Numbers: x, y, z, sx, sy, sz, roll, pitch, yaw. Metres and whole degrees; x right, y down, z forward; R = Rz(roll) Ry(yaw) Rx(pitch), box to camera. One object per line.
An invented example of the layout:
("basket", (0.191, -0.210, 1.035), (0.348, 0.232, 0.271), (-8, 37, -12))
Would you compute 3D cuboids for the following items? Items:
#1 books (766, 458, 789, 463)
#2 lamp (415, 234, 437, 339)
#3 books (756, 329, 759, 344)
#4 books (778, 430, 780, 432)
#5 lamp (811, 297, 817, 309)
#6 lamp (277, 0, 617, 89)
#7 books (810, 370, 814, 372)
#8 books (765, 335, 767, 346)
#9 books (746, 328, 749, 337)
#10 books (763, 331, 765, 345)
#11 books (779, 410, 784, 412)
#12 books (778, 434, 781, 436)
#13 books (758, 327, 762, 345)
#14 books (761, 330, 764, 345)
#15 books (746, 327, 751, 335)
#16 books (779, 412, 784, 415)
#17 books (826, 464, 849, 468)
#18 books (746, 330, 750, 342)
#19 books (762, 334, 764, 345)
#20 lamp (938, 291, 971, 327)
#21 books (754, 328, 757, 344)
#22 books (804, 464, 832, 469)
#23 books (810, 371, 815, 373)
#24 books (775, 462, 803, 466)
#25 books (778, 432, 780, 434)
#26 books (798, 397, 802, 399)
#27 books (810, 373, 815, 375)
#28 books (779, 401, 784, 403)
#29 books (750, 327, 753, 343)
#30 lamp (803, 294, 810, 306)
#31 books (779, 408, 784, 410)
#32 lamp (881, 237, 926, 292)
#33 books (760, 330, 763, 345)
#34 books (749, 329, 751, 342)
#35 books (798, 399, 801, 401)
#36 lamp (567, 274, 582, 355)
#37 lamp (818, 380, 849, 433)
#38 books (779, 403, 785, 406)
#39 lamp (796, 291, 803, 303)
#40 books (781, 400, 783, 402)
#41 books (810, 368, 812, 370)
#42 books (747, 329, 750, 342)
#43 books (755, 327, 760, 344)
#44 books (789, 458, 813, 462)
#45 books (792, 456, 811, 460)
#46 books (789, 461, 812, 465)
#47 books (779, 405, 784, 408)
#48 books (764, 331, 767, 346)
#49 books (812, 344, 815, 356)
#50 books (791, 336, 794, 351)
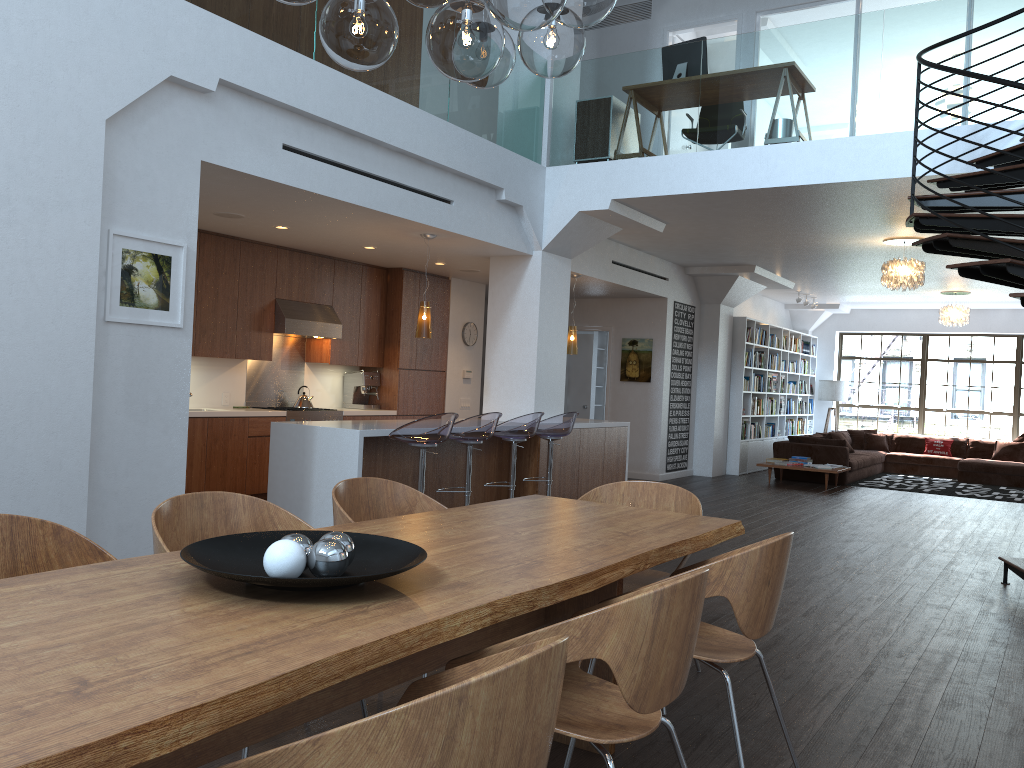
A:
("books", (3.890, 1.119, 12.976), (0.241, 0.045, 0.334), (3, 0, 34))
("lamp", (0.546, -1.242, 8.178), (2.842, 1.807, 0.149), (3, 0, -18))
("books", (3.813, -0.750, 14.082), (0.174, 0.242, 0.105), (3, 0, 32))
("books", (4.542, 0.809, 15.505), (0.254, 0.032, 0.174), (3, 0, 37))
("lamp", (5.317, -1.420, 15.614), (0.120, 0.211, 0.111), (3, 0, 6))
("lamp", (-0.225, -1.986, 2.454), (0.849, 2.140, 1.787), (3, 0, 31))
("books", (5.674, -0.262, 17.135), (0.174, 0.032, 0.254), (3, 0, -23))
("books", (4.079, -0.735, 14.520), (0.167, 0.233, 0.077), (3, 0, 32))
("books", (3.515, -0.751, 13.608), (0.182, 0.215, 0.188), (3, 0, 32))
("books", (3.996, -0.743, 14.370), (0.174, 0.243, 0.085), (3, 0, 32))
("books", (4.606, 0.472, 15.509), (0.251, 0.037, 0.160), (3, 0, 37))
("books", (4.541, 0.876, 15.500), (0.284, 0.035, 0.197), (3, 0, 32))
("books", (3.885, -0.770, 14.215), (0.197, 0.290, 0.136), (3, 0, 32))
("books", (3.954, -0.748, 14.294), (0.182, 0.253, 0.098), (3, 0, 32))
("books", (3.628, -0.763, 13.798), (0.159, 0.248, 0.089), (3, 0, 32))
("books", (4.605, 0.510, 15.506), (0.246, 0.038, 0.171), (3, 0, 32))
("books", (4.565, 1.158, 12.541), (0.350, 0.035, 0.256), (3, 0, -33))
("books", (3.556, -0.746, 13.689), (0.167, 0.210, 0.162), (3, 0, 32))
("books", (3.970, -0.750, 14.340), (0.182, 0.255, 0.077), (3, 0, 32))
("lamp", (6.932, -1.164, 13.890), (0.442, 0.539, 0.441), (3, 0, -15))
("books", (3.782, -0.756, 14.039), (0.170, 0.251, 0.118), (3, 0, 32))
("books", (4.251, 1.142, 12.333), (0.231, 0.040, 0.342), (3, 0, -18))
("books", (5.673, -0.229, 17.141), (0.197, 0.033, 0.284), (3, 0, -43))
("books", (3.916, 1.127, 12.555), (0.340, 0.035, 0.236), (3, 0, -33))
("books", (4.543, 0.842, 15.500), (0.284, 0.033, 0.197), (3, 0, 17))
("books", (5.237, 0.260, 16.451), (0.224, 0.030, 0.161), (3, 0, 42))
("books", (5.672, -0.195, 17.141), (0.197, 0.035, 0.284), (3, 0, -28))
("books", (4.629, 0.317, 15.510), (0.223, 0.032, 0.161), (3, 0, 32))
("books", (3.653, -0.764, 13.834), (0.170, 0.251, 0.118), (3, 0, 32))
("lamp", (5.041, -1.433, 15.175), (0.120, 0.211, 0.111), (3, 0, -9))
("books", (4.618, 0.434, 15.532), (0.259, 0.040, 0.180), (3, 0, 32))
("lamp", (4.240, -1.284, 9.606), (0.442, 0.539, 0.441), (3, 0, -15))
("books", (3.934, -0.748, 14.267), (0.159, 0.248, 0.089), (3, 0, 32))
("books", (3.618, -0.751, 13.767), (0.161, 0.222, 0.084), (3, 0, 32))
("books", (5.231, 0.289, 16.443), (0.223, 0.031, 0.161), (3, 0, 32))
("lamp", (0.696, -0.786, 10.057), (0.149, 0.900, 0.149), (3, 0, -13))
("lamp", (6.187, 0.723, 17.159), (0.545, 1.579, 0.545), (3, 0, 21))
("books", (4.618, 0.351, 15.508), (0.253, 0.040, 0.183), (3, 0, 32))
("lamp", (4.772, -1.445, 14.747), (0.120, 0.211, 0.111), (3, 0, -24))
("books", (4.643, 0.289, 15.486), (0.161, 0.026, 0.223), (3, 0, 22))
("books", (5.675, -0.291, 17.140), (0.144, 0.025, 0.204), (3, 0, -28))
("books", (3.598, -0.750, 13.739), (0.161, 0.218, 0.101), (3, 0, 32))
("books", (3.856, -0.773, 14.160), (0.176, 0.293, 0.125), (3, 0, 32))
("books", (4.190, 1.102, 12.863), (0.279, 0.035, 0.191), (3, 0, 42))
("books", (4.194, 1.071, 12.859), (0.224, 0.027, 0.157), (3, 0, 37))
("books", (4.190, 1.138, 12.858), (0.312, 0.037, 0.216), (3, 0, 22))
("books", (4.624, 0.392, 15.512), (0.231, 0.044, 0.168), (3, 0, 27))
("books", (4.050, -0.746, 14.457), (0.182, 0.255, 0.077), (3, 0, 32))
("books", (5.826, -0.657, 17.275), (0.140, 0.231, 0.042), (3, 0, 32))
("books", (4.962, -0.725, 15.929), (0.176, 0.290, 0.053), (3, 0, 32))
